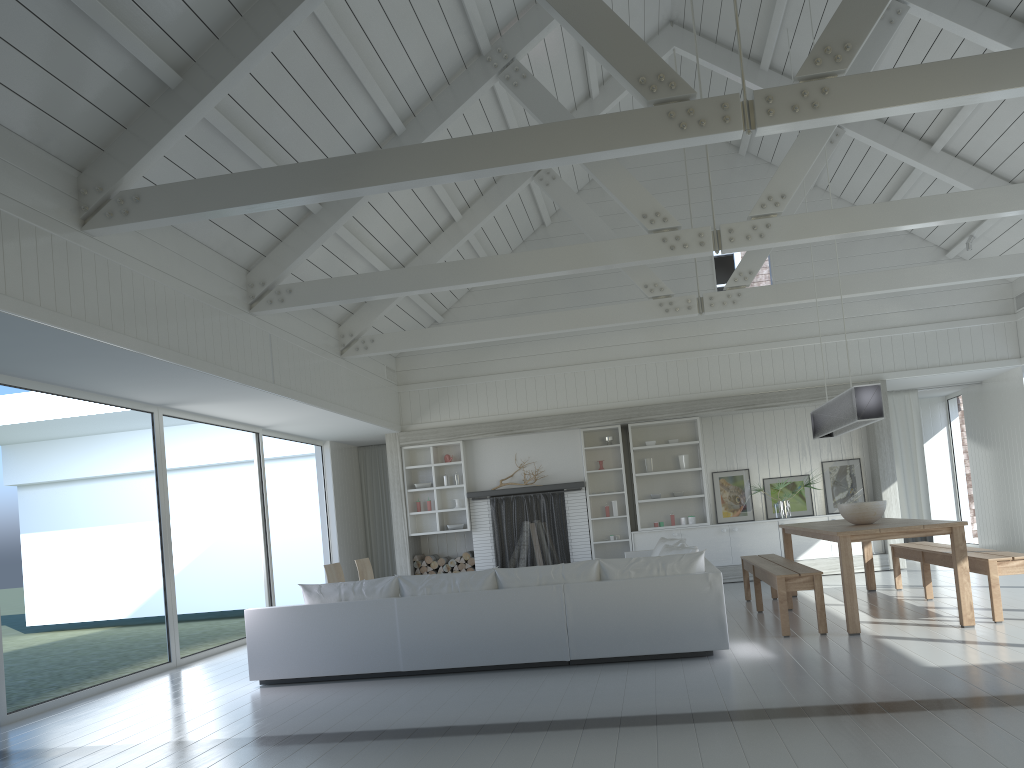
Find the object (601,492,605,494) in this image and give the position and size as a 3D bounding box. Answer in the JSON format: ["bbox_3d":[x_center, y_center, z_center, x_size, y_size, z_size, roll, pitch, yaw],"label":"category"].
[{"bbox_3d":[1.237,1.482,12.003,0.054,0.025,0.055,-6,-8,8],"label":"object"}]

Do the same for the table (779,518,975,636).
[{"bbox_3d":[3.089,1.620,7.834,0.907,0.757,2.969,-6,-8,8],"label":"table"}]

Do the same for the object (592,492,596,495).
[{"bbox_3d":[1.112,1.488,11.968,0.054,0.025,0.055,-6,-8,8],"label":"object"}]

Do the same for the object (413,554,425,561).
[{"bbox_3d":[-1.311,2.451,12.474,0.080,0.079,0.481,-6,-9,6],"label":"object"}]

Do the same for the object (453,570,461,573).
[{"bbox_3d":[-0.734,2.659,12.399,0.108,0.105,0.518,-6,-9,6],"label":"object"}]

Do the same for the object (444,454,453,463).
[{"bbox_3d":[-0.888,1.038,12.256,0.059,0.126,0.233,-2,-8,-37],"label":"object"}]

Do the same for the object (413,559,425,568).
[{"bbox_3d":[-1.284,2.540,12.480,0.109,0.109,0.498,-6,-9,6],"label":"object"}]

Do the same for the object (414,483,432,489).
[{"bbox_3d":[-1.244,1.429,12.325,0.242,0.072,0.245,-4,-8,-7],"label":"object"}]

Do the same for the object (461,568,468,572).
[{"bbox_3d":[-0.633,2.643,12.391,0.134,0.146,0.552,-6,-8,8],"label":"object"}]

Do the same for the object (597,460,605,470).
[{"bbox_3d":[1.217,1.114,12.033,0.136,0.129,0.138,0,-8,-39],"label":"object"}]

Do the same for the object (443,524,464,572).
[{"bbox_3d":[-0.827,2.300,12.380,0.341,0.640,0.618,-5,-6,-7],"label":"object"}]

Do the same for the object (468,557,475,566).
[{"bbox_3d":[-0.526,2.478,12.363,0.109,0.109,0.498,-6,-9,6],"label":"object"}]

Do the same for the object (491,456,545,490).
[{"bbox_3d":[0.139,1.166,11.959,0.781,0.500,0.462,-2,-6,-22],"label":"object"}]

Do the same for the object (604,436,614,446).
[{"bbox_3d":[1.322,0.781,11.999,0.163,0.123,0.161,-11,-9,41],"label":"object"}]

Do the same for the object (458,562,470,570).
[{"bbox_3d":[-0.659,2.553,12.382,0.109,0.109,0.498,-6,-9,6],"label":"object"}]

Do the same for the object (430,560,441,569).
[{"bbox_3d":[-1.046,2.543,12.443,0.109,0.109,0.498,-6,-9,6],"label":"object"}]

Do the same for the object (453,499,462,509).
[{"bbox_3d":[-0.754,1.661,12.223,0.137,0.129,0.138,-5,-6,-4],"label":"object"}]

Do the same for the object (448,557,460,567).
[{"bbox_3d":[-0.794,2.506,12.404,0.109,0.109,0.498,-6,-9,6],"label":"object"}]

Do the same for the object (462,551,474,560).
[{"bbox_3d":[-0.596,2.406,12.377,0.110,0.110,0.498,-6,-8,6],"label":"object"}]

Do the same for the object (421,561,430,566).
[{"bbox_3d":[-1.192,2.521,12.453,0.080,0.079,0.481,-6,-9,6],"label":"object"}]

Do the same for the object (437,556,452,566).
[{"bbox_3d":[-0.947,2.497,12.429,0.109,0.109,0.498,-6,-9,6],"label":"object"}]

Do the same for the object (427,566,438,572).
[{"bbox_3d":[-1.104,2.595,12.443,0.080,0.079,0.481,-6,-9,6],"label":"object"}]

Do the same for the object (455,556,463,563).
[{"bbox_3d":[-0.721,2.456,12.381,0.086,0.091,0.482,-6,-9,7],"label":"object"}]

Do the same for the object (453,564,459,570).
[{"bbox_3d":[-0.745,2.566,12.382,0.080,0.079,0.481,-6,-9,6],"label":"object"}]

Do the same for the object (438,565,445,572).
[{"bbox_3d":[-0.955,2.590,12.414,0.080,0.079,0.481,-6,-9,6],"label":"object"}]

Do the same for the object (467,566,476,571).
[{"bbox_3d":[-0.535,2.614,12.361,0.110,0.110,0.498,-6,-8,6],"label":"object"}]

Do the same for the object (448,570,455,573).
[{"bbox_3d":[-0.827,2.684,12.421,0.134,0.146,0.552,-6,-8,8],"label":"object"}]

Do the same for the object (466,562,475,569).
[{"bbox_3d":[-0.570,2.533,12.362,0.080,0.079,0.481,-6,-9,6],"label":"object"}]

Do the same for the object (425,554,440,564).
[{"bbox_3d":[-1.122,2.473,12.458,0.110,0.110,0.498,-6,-8,6],"label":"object"}]

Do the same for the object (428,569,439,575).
[{"bbox_3d":[-1.070,2.675,12.443,0.110,0.110,0.498,-6,-8,6],"label":"object"}]

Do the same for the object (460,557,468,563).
[{"bbox_3d":[-0.657,2.460,12.371,0.080,0.079,0.481,-6,-9,6],"label":"object"}]

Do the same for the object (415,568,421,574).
[{"bbox_3d":[-1.280,2.627,12.464,0.080,0.079,0.481,-6,-9,6],"label":"object"}]

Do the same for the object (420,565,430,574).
[{"bbox_3d":[-1.194,2.615,12.464,0.109,0.109,0.498,-6,-9,6],"label":"object"}]

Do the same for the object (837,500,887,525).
[{"bbox_3d":[2.961,1.092,7.440,0.389,0.184,0.393,-5,-8,-1],"label":"object"}]

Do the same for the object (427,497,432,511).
[{"bbox_3d":[-1.154,1.675,12.288,0.054,0.195,0.054,-6,-3,9],"label":"object"}]

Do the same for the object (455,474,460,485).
[{"bbox_3d":[-0.758,1.310,12.237,0.054,0.195,0.054,-6,-3,9],"label":"object"}]

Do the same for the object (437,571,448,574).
[{"bbox_3d":[-0.957,2.664,12.433,0.105,0.114,0.521,-6,-8,7],"label":"object"}]

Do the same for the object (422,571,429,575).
[{"bbox_3d":[-1.168,2.704,12.473,0.134,0.146,0.552,-6,-8,8],"label":"object"}]

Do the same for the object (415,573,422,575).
[{"bbox_3d":[-1.269,2.720,12.481,0.108,0.105,0.518,-6,-9,6],"label":"object"}]

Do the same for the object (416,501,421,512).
[{"bbox_3d":[-1.304,1.692,12.311,0.054,0.195,0.054,-6,-3,9],"label":"object"}]

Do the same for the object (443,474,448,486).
[{"bbox_3d":[-0.922,1.328,12.262,0.054,0.195,0.054,-6,-3,9],"label":"object"}]
